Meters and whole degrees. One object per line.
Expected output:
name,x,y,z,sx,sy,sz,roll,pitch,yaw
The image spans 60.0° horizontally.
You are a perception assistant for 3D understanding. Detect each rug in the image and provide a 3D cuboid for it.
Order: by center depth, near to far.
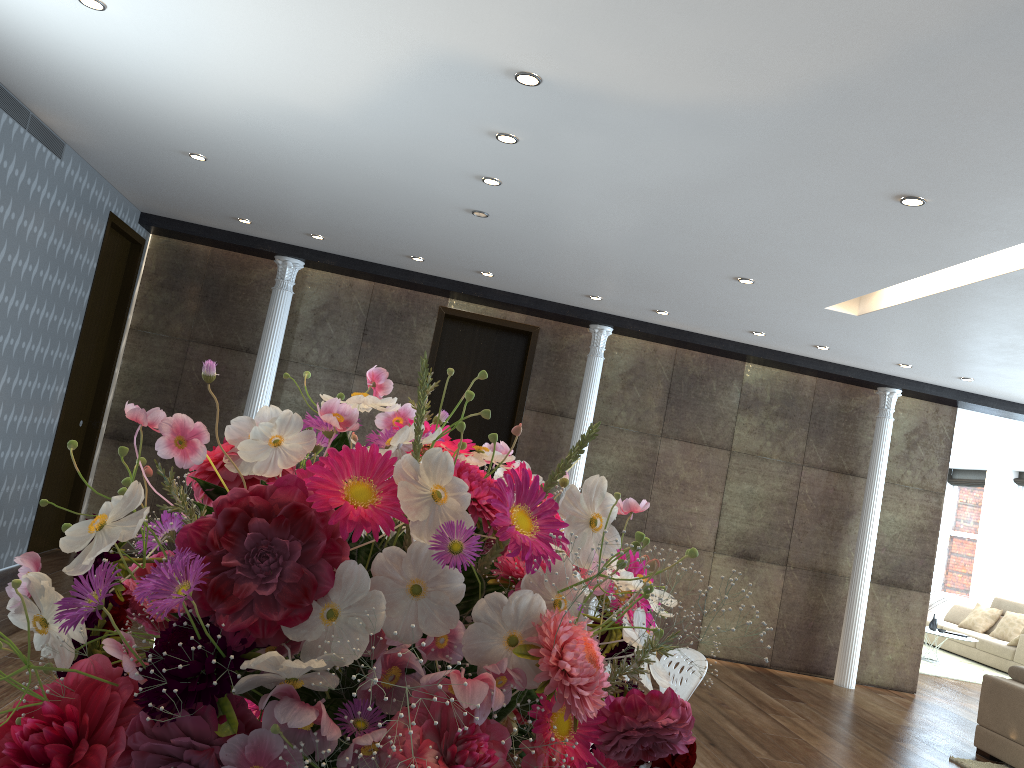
rug,5.346,2.968,5.044,4.231,0.020,2.972,12,-5,-6
rug,5.636,3.755,12.559,2.972,0.020,4.231,12,-5,-6

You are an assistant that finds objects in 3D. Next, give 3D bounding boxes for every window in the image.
window,8.367,2.592,13.962,0.123,2.400,1.444,12,-5,-6
window,7.299,2.624,16.439,1.474,2.400,0.123,12,-5,-6
window,13.231,4.988,22.475,34.761,17.917,13.698,12,-5,-6

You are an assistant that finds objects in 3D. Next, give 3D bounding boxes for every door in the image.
door,-3.629,0.014,7.371,0.246,2.814,1.000,12,-5,-6
door,-0.509,0.744,8.624,1.000,2.814,0.510,12,-5,-6

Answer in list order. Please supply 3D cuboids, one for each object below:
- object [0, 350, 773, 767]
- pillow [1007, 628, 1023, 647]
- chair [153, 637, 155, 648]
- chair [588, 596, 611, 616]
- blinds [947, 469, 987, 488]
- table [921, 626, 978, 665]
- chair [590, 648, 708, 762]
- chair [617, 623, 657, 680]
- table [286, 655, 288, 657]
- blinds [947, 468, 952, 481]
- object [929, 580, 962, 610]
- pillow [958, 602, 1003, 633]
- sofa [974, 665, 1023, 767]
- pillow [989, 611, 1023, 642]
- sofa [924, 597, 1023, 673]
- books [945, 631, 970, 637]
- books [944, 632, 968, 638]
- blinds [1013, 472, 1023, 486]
object,-0.117,0.253,0.750,0.544,0.552,0.570,11,-5,0
pillow,6.889,3.331,11.707,0.518,0.393,0.395,12,-6,-10
chair,-1.161,1.116,3.362,0.581,0.835,0.495,12,-5,-6
chair,0.234,1.541,4.938,0.581,0.835,0.495,12,-5,-6
blinds,8.274,1.684,15.849,0.156,0.327,1.377,12,-5,-6
table,5.501,3.425,11.601,1.022,0.393,1.022,7,-7,38
chair,0.405,1.436,3.513,0.581,0.835,0.495,12,-5,-6
chair,0.319,1.487,4.208,0.581,0.835,0.495,12,-5,-6
table,-0.621,1.383,4.489,1.200,0.733,3.400,12,-5,-6
blinds,7.497,1.584,16.452,1.442,0.312,0.155,12,-5,-6
object,6.531,3.591,14.499,1.119,1.014,1.125,13,-6,-20
pillow,6.934,3.463,13.103,0.368,0.416,0.519,12,-6,-11
sofa,4.848,2.521,6.340,2.581,0.950,1.021,12,-5,-6
pillow,7.028,3.411,12.488,0.301,0.439,0.534,12,-6,-10
sofa,6.959,3.553,12.725,1.018,0.950,2.581,12,-5,-6
books,5.823,3.278,11.659,0.300,0.010,0.220,10,-6,9
books,5.810,3.283,11.636,0.300,0.010,0.220,8,-6,28
blinds,8.511,1.529,14.055,0.156,0.275,1.442,12,-5,-6
